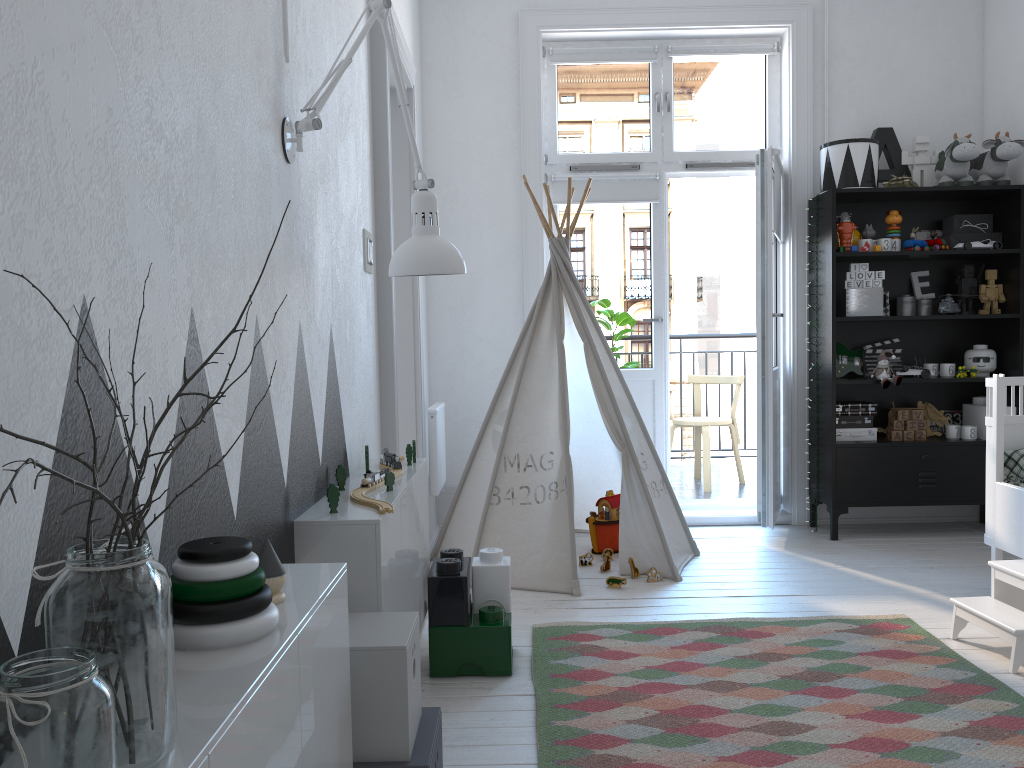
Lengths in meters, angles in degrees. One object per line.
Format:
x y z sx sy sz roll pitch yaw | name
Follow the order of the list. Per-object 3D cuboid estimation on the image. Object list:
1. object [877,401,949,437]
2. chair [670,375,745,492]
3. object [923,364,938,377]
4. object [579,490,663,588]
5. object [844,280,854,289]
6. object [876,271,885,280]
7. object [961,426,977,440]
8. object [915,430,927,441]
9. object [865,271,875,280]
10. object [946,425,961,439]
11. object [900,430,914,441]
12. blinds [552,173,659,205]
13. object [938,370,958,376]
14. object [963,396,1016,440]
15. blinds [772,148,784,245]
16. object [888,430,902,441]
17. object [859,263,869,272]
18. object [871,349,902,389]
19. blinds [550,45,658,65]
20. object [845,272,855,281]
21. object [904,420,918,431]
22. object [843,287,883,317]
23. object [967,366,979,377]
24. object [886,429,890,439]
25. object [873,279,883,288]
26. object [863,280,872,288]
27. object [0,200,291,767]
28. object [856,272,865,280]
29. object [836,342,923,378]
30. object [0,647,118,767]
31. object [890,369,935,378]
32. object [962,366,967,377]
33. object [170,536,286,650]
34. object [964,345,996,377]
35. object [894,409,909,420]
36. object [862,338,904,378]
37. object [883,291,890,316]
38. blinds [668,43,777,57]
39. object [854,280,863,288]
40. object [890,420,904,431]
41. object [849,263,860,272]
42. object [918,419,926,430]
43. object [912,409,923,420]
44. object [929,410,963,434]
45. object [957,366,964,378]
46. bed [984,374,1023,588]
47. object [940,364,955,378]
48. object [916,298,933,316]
2.018 0.178 4.466 0.337 0.186 0.111 0 3 15 | object
1.253 0.303 5.797 0.498 0.716 0.436 -4 4 -45 | chair
2.066 -0.067 4.375 0.067 0.067 0.067 0 3 14 | object
0.477 0.648 3.923 0.385 0.284 0.856 -2 3 -8 | object
1.632 -0.480 4.293 0.040 0.040 0.040 0 3 15 | object
1.767 -0.521 4.254 0.040 0.040 0.040 0 3 25 | object
2.217 0.238 4.300 0.067 0.067 0.067 0 3 14 | object
2.000 0.250 4.336 0.050 0.050 0.050 1 3 30 | object
1.724 -0.521 4.265 0.040 0.040 0.040 1 3 30 | object
2.168 0.236 4.355 0.067 0.067 0.067 0 3 14 | object
1.933 0.251 4.337 0.050 0.050 0.050 -1 3 5 | object
0.493 -1.029 4.680 0.565 0.158 0.032 -1 3 0 | blinds
2.171 -0.058 4.485 0.163 0.034 0.069 -1 3 0 | object
2.352 0.166 4.376 0.132 0.199 0.267 -1 3 0 | object
1.325 -0.916 4.400 0.032 0.391 0.565 0 3 20 | blinds
1.874 0.252 4.337 0.050 0.050 0.050 -1 3 0 | object
1.692 -0.561 4.272 0.040 0.040 0.040 -1 3 10 | object
1.783 -0.071 4.220 0.110 0.186 0.129 -2 3 -13 | object
0.480 -1.722 4.643 0.565 0.087 0.032 -1 3 0 | blinds
1.636 -0.520 4.289 0.040 0.040 0.040 -1 3 10 | object
1.947 0.201 4.334 0.050 0.050 0.050 -1 3 0 | object
1.707 -0.394 4.315 0.170 0.138 0.124 0 3 15 | object
2.234 -0.060 4.298 0.031 0.054 0.042 -4 4 -44 | object
1.889 0.249 4.391 0.050 0.050 0.050 -1 3 0 | object
1.756 -0.481 4.259 0.040 0.040 0.040 1 3 30 | object
1.712 -0.480 4.271 0.040 0.040 0.040 0 3 15 | object
-0.320 0.083 0.731 0.258 0.484 0.406 -1 3 -1 | object
1.680 -0.520 4.277 0.040 0.040 0.040 0 3 20 | object
1.834 -0.101 4.511 0.542 0.239 0.093 -1 3 1 | object
-0.351 0.269 0.666 0.091 0.121 0.098 1 4 38 | object
1.941 -0.052 4.337 0.230 0.048 0.098 0 3 25 | object
2.204 -0.061 4.328 0.042 0.054 0.031 -1 3 0 | object
-0.375 0.252 1.145 0.148 0.113 0.231 -2 3 -10 | object
2.310 -0.113 4.376 0.139 0.162 0.139 -2 3 -25 | object
1.907 0.152 4.344 0.050 0.050 0.050 -1 3 0 | object
1.874 -0.132 4.483 0.201 0.199 0.048 -1 3 0 | object
1.878 -0.404 4.503 0.070 0.135 0.028 -1 3 0 | object
1.100 -1.748 4.639 0.565 0.060 0.032 -1 3 0 | blinds
1.671 -0.480 4.290 0.040 0.040 0.040 -1 3 5 | object
1.891 0.201 4.354 0.050 0.050 0.050 -1 3 0 | object
1.652 -0.560 4.283 0.040 0.040 0.040 -1 3 5 | object
2.001 0.199 4.361 0.050 0.050 0.050 -1 3 0 | object
1.987 0.150 4.345 0.050 0.050 0.050 0 3 20 | object
2.172 0.199 4.555 0.347 0.120 0.034 -1 3 0 | object
2.162 -0.058 4.275 0.042 0.054 0.031 -4 4 -40 | object
2.093 0.400 2.665 0.670 0.833 1.403 -1 3 0 | bed
2.126 -0.066 4.328 0.067 0.067 0.067 0 3 14 | object
2.085 -0.383 4.386 0.078 0.091 0.246 -1 3 -5 | object
